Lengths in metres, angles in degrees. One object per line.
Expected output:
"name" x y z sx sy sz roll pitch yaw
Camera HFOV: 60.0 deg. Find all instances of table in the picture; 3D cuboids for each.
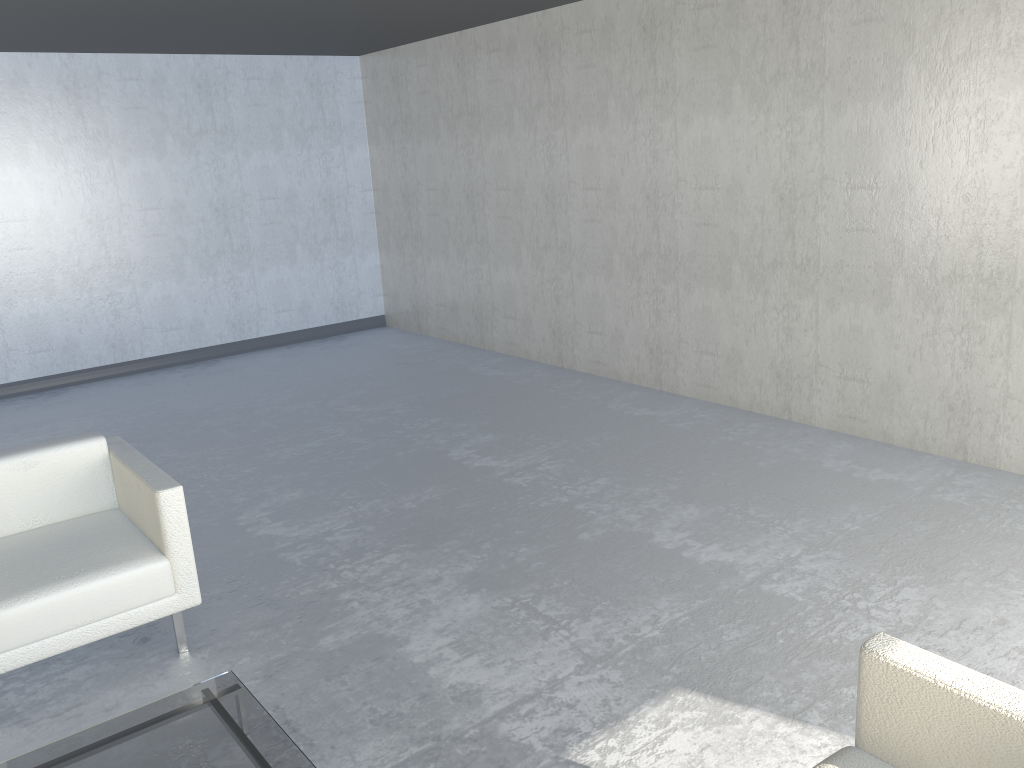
"table" -0.893 1.065 2.107 0.773 0.190 0.730 -14 18 -35

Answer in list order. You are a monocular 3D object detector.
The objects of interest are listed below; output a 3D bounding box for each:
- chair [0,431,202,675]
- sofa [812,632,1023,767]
"chair" -1.609 0.602 3.098 0.748 0.662 0.821 -14 18 -35
"sofa" 0.278 1.022 1.075 1.881 0.658 0.821 -14 18 -35
